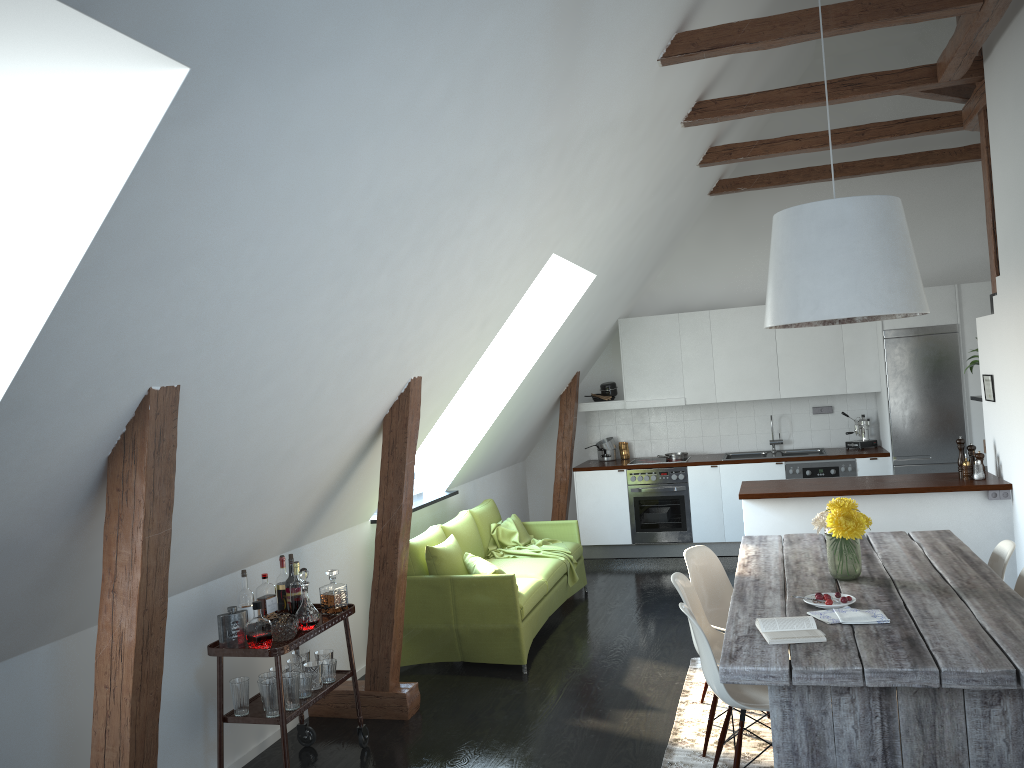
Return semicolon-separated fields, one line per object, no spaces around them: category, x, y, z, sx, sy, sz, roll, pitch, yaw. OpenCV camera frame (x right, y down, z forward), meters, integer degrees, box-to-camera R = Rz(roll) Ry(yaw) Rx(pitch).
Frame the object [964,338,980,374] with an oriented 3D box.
object;3.557;-0.164;6.449;0.493;0.486;0.506;-4;0;36

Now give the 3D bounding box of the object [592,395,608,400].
object;0.900;0.138;9.153;0.065;0.065;0.332;-4;0;-16

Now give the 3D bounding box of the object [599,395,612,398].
object;0.952;0.129;9.194;0.065;0.031;0.335;-4;0;-26

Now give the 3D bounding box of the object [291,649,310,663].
object;-1.064;1.410;4.481;0.095;0.119;0.095;-4;0;-22

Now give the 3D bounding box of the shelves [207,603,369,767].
shelves;-1.044;1.505;4.217;0.438;0.732;0.803;-4;0;13

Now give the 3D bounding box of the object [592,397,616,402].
object;0.954;0.151;9.193;0.243;0.056;0.350;-4;0;5

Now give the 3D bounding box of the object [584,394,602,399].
object;0.895;0.140;9.250;0.357;0.075;0.244;-4;0;-13

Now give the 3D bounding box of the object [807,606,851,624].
object;1.268;0.897;3.451;0.182;0.014;0.185;-4;0;-10

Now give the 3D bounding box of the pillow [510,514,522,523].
pillow;0.016;1.246;7.356;0.210;0.275;0.462;-4;0;14

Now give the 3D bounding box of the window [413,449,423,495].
window;0.744;-1.349;2.736;5.959;4.249;8.018;-4;0;16

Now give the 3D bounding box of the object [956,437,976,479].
object;3.081;0.495;6.005;0.123;0.283;0.061;-4;0;16

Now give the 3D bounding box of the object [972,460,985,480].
object;3.088;0.568;5.873;0.069;0.135;0.069;-4;0;-9

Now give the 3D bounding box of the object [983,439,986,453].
object;3.604;0.453;6.386;0.287;0.101;0.329;-4;0;11

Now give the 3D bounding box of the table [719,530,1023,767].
table;1.608;1.271;3.981;1.141;0.788;2.421;-4;0;16

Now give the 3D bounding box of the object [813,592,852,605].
object;1.315;0.878;3.636;0.132;0.034;0.144;-4;0;-12

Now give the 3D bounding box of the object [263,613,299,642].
object;-1.061;1.115;4.054;0.151;0.092;0.245;-4;0;-45

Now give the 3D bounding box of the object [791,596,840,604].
object;1.245;0.885;3.639;0.194;0.022;0.019;-4;0;32

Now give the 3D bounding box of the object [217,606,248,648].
object;-1.239;1.086;3.954;0.135;0.182;0.052;-4;0;-37

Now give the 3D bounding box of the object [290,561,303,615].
object;-1.026;1.007;4.267;0.081;0.307;0.081;-4;0;22

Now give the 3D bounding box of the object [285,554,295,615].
object;-1.071;0.997;4.344;0.080;0.329;0.080;-4;0;7

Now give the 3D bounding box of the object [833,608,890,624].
object;1.344;0.890;3.412;0.182;0.016;0.179;-4;0;11

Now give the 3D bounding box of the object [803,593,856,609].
object;1.300;0.891;3.630;0.205;0.024;0.205;-4;0;8

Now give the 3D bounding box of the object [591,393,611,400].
object;0.914;0.129;9.159;0.061;0.077;0.331;-4;0;-25

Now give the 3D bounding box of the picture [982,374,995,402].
picture;3.218;0.027;5.980;0.023;0.182;0.250;-4;0;16

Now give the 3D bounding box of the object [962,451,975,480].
object;3.050;0.543;5.928;0.080;0.192;0.058;-4;0;0

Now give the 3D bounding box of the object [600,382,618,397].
object;1.008;0.061;9.241;0.190;0.166;0.200;-4;0;-21

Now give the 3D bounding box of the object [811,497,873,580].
object;1.514;0.702;4.048;0.233;0.365;0.293;-4;0;-13

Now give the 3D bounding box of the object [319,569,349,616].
object;-0.896;1.042;4.453;0.101;0.211;0.101;-4;0;31

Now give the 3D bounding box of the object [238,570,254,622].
object;-1.220;1.014;4.072;0.073;0.320;0.073;-4;0;7

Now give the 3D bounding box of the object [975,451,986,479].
object;3.133;0.540;5.932;0.058;0.184;0.058;-4;0;13

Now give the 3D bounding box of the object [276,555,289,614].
object;-1.145;1.015;4.461;0.081;0.308;0.081;-4;0;8

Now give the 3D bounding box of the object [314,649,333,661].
object;-0.939;1.401;4.447;0.095;0.119;0.095;-4;0;-22

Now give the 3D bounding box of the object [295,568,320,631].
object;-0.968;1.008;4.162;0.114;0.292;0.114;-4;0;-12

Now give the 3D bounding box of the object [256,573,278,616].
object;-1.183;1.043;4.274;0.067;0.257;0.099;-4;0;21

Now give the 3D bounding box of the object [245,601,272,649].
object;-1.116;1.061;3.905;0.087;0.206;0.087;-5;0;41

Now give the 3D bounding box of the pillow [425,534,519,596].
pillow;-0.232;1.203;5.837;0.600;0.387;0.475;-4;0;14

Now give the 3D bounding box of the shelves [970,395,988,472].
shelves;3.695;0.346;6.323;0.660;0.553;0.408;-4;0;16

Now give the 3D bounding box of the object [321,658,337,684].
object;-0.900;1.408;4.343;0.092;0.099;0.092;-4;0;-6

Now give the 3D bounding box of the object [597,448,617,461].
object;1.002;0.723;9.224;0.200;0.154;0.348;-4;0;-4

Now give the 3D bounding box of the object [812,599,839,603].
object;1.284;0.889;3.633;0.110;0.011;0.058;-4;0;20
